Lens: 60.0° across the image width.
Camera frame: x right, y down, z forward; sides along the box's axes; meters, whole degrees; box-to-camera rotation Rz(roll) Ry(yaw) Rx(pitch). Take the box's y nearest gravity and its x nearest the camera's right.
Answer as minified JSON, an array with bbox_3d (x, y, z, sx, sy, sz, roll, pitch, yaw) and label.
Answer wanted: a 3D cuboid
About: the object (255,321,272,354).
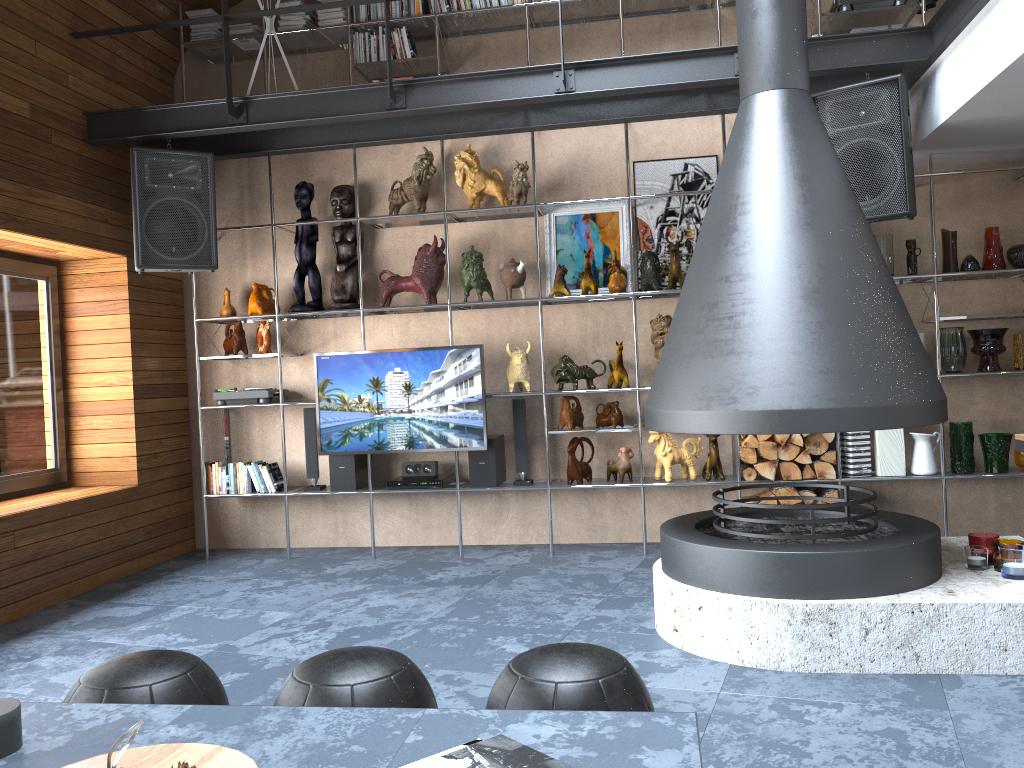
[{"bbox_3d":[-1.638,-0.303,5.837,0.060,0.223,0.267,-3,1,-35],"label":"object"}]

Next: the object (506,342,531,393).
[{"bbox_3d":[0.033,-0.102,5.517,0.154,0.310,0.325,-3,0,-6],"label":"object"}]

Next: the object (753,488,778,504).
[{"bbox_3d":[1.502,0.697,5.300,0.128,0.107,0.329,-3,1,10],"label":"object"}]

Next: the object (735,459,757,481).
[{"bbox_3d":[1.412,0.513,5.346,0.103,0.110,0.312,-3,1,6],"label":"object"}]

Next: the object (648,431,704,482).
[{"bbox_3d":[0.997,0.404,5.398,0.375,0.363,0.170,-3,0,-25],"label":"object"}]

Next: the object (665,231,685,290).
[{"bbox_3d":[0.995,-0.738,5.372,0.116,0.358,0.198,-3,0,17],"label":"object"}]

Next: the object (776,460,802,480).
[{"bbox_3d":[1.630,0.499,5.274,0.135,0.114,0.299,-3,1,7],"label":"object"}]

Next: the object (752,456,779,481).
[{"bbox_3d":[1.506,0.499,5.300,0.154,0.131,0.362,-3,1,10],"label":"object"}]

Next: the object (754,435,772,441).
[{"bbox_3d":[1.481,0.258,5.291,0.112,0.153,0.290,-3,1,6],"label":"object"}]

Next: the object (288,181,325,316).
[{"bbox_3d":[-1.359,-0.896,5.791,0.244,0.879,0.244,-2,1,38],"label":"object"}]

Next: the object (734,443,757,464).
[{"bbox_3d":[1.398,0.413,5.322,0.110,0.109,0.321,-3,1,10],"label":"object"}]

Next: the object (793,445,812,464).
[{"bbox_3d":[1.698,0.419,5.271,0.103,0.098,0.330,-3,1,7],"label":"object"}]

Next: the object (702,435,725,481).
[{"bbox_3d":[1.206,0.397,5.346,0.116,0.358,0.198,-3,0,2],"label":"object"}]

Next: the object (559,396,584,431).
[{"bbox_3d":[0.374,0.176,5.499,0.108,0.214,0.217,-2,1,34],"label":"object"}]

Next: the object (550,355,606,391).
[{"bbox_3d":[0.385,-0.072,5.487,0.403,0.221,0.192,-3,1,-44],"label":"object"}]

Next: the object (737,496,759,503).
[{"bbox_3d":[1.417,0.729,5.315,0.111,0.121,0.310,-3,1,9],"label":"object"}]

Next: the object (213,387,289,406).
[{"bbox_3d":[-1.731,0.074,5.861,0.404,0.114,0.320,-3,1,9],"label":"object"}]

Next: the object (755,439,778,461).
[{"bbox_3d":[1.495,0.376,5.302,0.115,0.131,0.374,-3,1,5],"label":"object"}]

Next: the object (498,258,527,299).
[{"bbox_3d":[0.007,-0.646,5.489,0.237,0.266,0.164,-2,0,26],"label":"object"}]

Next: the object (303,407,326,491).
[{"bbox_3d":[-1.292,0.420,5.764,0.112,0.533,0.112,-3,0,9],"label":"object"}]

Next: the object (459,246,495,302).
[{"bbox_3d":[-0.224,-0.679,5.537,0.167,0.356,0.255,-2,1,29],"label":"object"}]

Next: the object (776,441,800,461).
[{"bbox_3d":[1.608,0.385,5.271,0.147,0.118,0.288,-3,1,5],"label":"object"}]

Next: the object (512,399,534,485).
[{"bbox_3d":[0.059,0.360,5.542,0.112,0.533,0.112,-3,0,9],"label":"object"}]

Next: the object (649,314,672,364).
[{"bbox_3d":[1.050,-0.213,5.396,0.405,0.451,0.210,-3,0,2],"label":"object"}]

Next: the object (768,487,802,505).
[{"bbox_3d":[1.614,0.649,5.262,0.164,0.128,0.321,-3,1,9],"label":"object"}]

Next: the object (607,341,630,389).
[{"bbox_3d":[0.643,-0.116,5.467,0.097,0.290,0.290,-3,0,-11],"label":"object"}]

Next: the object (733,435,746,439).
[{"bbox_3d":[1.387,0.266,5.327,0.097,0.120,0.308,-3,1,5],"label":"object"}]

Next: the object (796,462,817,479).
[{"bbox_3d":[1.743,0.507,5.279,0.087,0.095,0.303,-3,1,9],"label":"object"}]

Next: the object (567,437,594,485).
[{"bbox_3d":[0.411,0.472,5.471,0.114,0.290,0.249,-2,1,35],"label":"object"}]

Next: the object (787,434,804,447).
[{"bbox_3d":[1.660,0.318,5.276,0.101,0.110,0.331,-3,1,11],"label":"object"}]

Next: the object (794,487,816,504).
[{"bbox_3d":[1.722,0.666,5.265,0.099,0.131,0.309,-3,1,5],"label":"object"}]

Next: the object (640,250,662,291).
[{"bbox_3d":[0.847,-0.678,5.422,0.126,0.249,0.253,-3,0,14],"label":"object"}]

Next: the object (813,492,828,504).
[{"bbox_3d":[1.819,0.716,5.269,0.109,0.135,0.288,-3,1,13],"label":"object"}]

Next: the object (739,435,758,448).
[{"bbox_3d":[1.408,0.318,5.317,0.107,0.110,0.331,-3,1,7],"label":"object"}]

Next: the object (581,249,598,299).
[{"bbox_3d":[0.479,-0.677,5.484,0.097,0.290,0.290,-3,0,8],"label":"object"}]

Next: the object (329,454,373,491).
[{"bbox_3d":[-1.049,0.527,5.777,0.175,0.303,0.343,-3,0,9],"label":"object"}]

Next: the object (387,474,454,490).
[{"bbox_3d":[-0.585,0.629,5.681,0.360,0.058,0.325,-3,1,9],"label":"object"}]

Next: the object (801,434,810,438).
[{"bbox_3d":[1.745,0.256,5.269,0.128,0.107,0.329,-3,1,10],"label":"object"}]

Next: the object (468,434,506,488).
[{"bbox_3d":[-0.159,0.487,5.630,0.175,0.303,0.343,-3,0,9],"label":"object"}]

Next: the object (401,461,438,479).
[{"bbox_3d":[-0.589,0.549,5.675,0.223,0.101,0.080,-3,0,9],"label":"object"}]

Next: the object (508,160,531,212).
[{"bbox_3d":[0.047,-1.222,5.476,0.131,0.280,0.208,-3,0,-9],"label":"object"}]

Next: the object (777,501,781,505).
[{"bbox_3d":[1.592,0.751,5.293,0.101,0.110,0.331,-3,1,11],"label":"object"}]

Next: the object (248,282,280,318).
[{"bbox_3d":[-1.623,-0.548,5.820,0.138,0.222,0.278,-3,1,20],"label":"object"}]

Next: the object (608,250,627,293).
[{"bbox_3d":[0.642,-0.679,5.435,0.123,0.270,0.227,-3,0,9],"label":"object"}]

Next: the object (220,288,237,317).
[{"bbox_3d":[-1.870,-0.536,5.857,0.107,0.209,0.233,-3,0,-4],"label":"object"}]

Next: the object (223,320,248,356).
[{"bbox_3d":[-1.837,-0.298,5.865,0.116,0.229,0.233,-3,1,-41],"label":"object"}]

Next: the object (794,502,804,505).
[{"bbox_3d":[1.671,0.734,5.280,0.107,0.098,0.330,-3,1,5],"label":"object"}]

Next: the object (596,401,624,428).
[{"bbox_3d":[0.592,0.188,5.441,0.105,0.168,0.210,-3,1,-40],"label":"object"}]

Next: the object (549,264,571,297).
[{"bbox_3d":[0.314,-0.631,5.521,0.137,0.207,0.272,-3,0,13],"label":"object"}]

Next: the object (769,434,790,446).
[{"bbox_3d":[1.577,0.309,5.274,0.107,0.098,0.330,-3,1,5],"label":"object"}]

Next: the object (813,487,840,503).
[{"bbox_3d":[1.850,0.661,5.249,0.105,0.105,0.331,-3,1,6],"label":"object"}]

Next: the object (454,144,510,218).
[{"bbox_3d":[-0.192,-1.306,5.653,0.328,0.458,0.215,-3,0,14],"label":"object"}]

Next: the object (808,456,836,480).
[{"bbox_3d":[1.825,0.493,5.236,0.126,0.112,0.287,-3,1,9],"label":"object"}]

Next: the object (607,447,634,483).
[{"bbox_3d":[0.646,0.493,5.431,0.212,0.220,0.119,-2,1,43],"label":"object"}]
